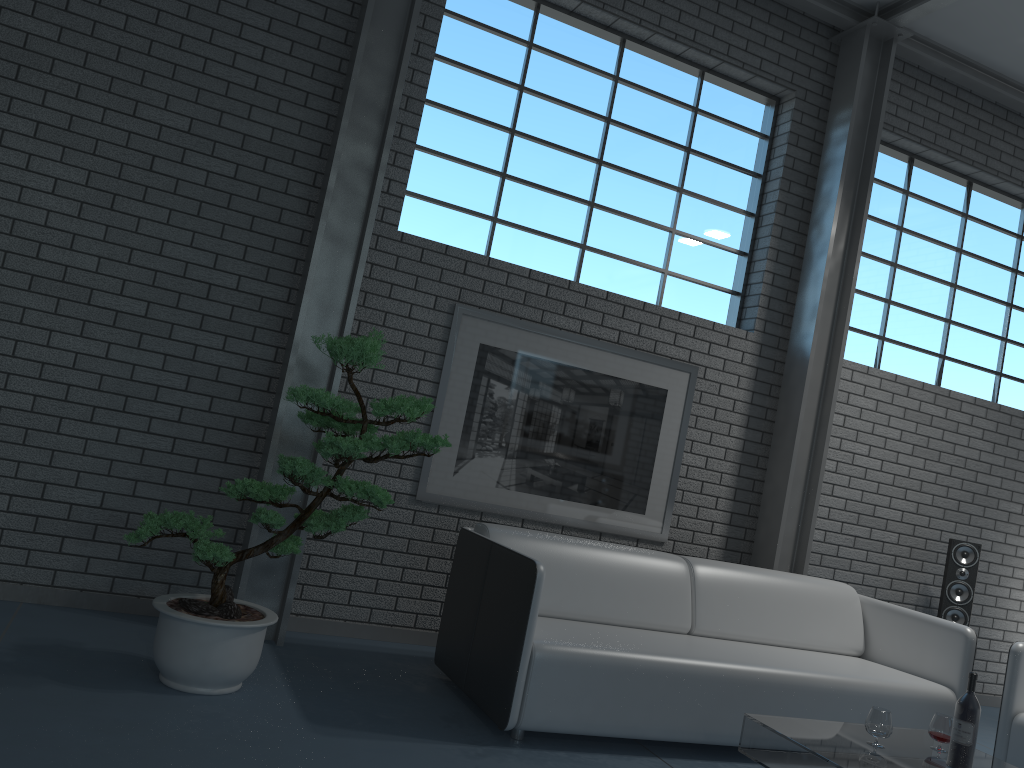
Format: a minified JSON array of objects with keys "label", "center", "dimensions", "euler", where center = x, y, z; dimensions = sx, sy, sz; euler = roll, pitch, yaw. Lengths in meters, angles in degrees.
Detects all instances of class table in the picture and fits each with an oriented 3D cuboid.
[{"label":"table","center":[1.353,1.381,2.811],"dimensions":[0.900,0.300,0.900],"euler":[13,-5,-22]}]

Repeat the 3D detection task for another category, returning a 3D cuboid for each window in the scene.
[{"label":"window","center":[3.032,-0.675,6.092],"dimensions":[2.200,1.500,0.100],"euler":[13,-5,-22]},{"label":"window","center":[0.498,-1.265,5.056],"dimensions":[2.200,1.500,0.100],"euler":[13,-5,-22]}]

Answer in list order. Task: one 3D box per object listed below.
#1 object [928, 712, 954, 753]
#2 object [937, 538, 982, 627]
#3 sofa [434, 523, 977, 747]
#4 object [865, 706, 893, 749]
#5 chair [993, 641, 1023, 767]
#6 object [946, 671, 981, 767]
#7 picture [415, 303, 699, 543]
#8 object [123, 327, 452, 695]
[{"label":"object","center":[1.506,1.221,3.106],"dimensions":[0.089,0.120,0.089],"euler":[8,-6,34]},{"label":"object","center":[2.638,1.462,5.318],"dimensions":[0.159,1.045,0.254],"euler":[9,-5,23]},{"label":"sofa","center":[0.873,1.151,3.988],"dimensions":[2.238,0.661,0.919],"euler":[13,-5,-22]},{"label":"object","center":[1.238,1.159,2.994],"dimensions":[0.089,0.120,0.089],"euler":[8,-6,34]},{"label":"chair","center":[2.644,1.474,3.625],"dimensions":[0.919,0.661,0.767],"euler":[13,-5,-24]},{"label":"object","center":[1.481,1.098,2.891],"dimensions":[0.079,0.316,0.079],"euler":[10,-5,11]},{"label":"picture","center":[0.289,0.242,4.743],"dimensions":[1.490,1.015,0.020],"euler":[13,-5,-22]},{"label":"object","center":[-0.812,0.438,3.190],"dimensions":[1.032,1.362,0.586],"euler":[9,-5,28]}]
